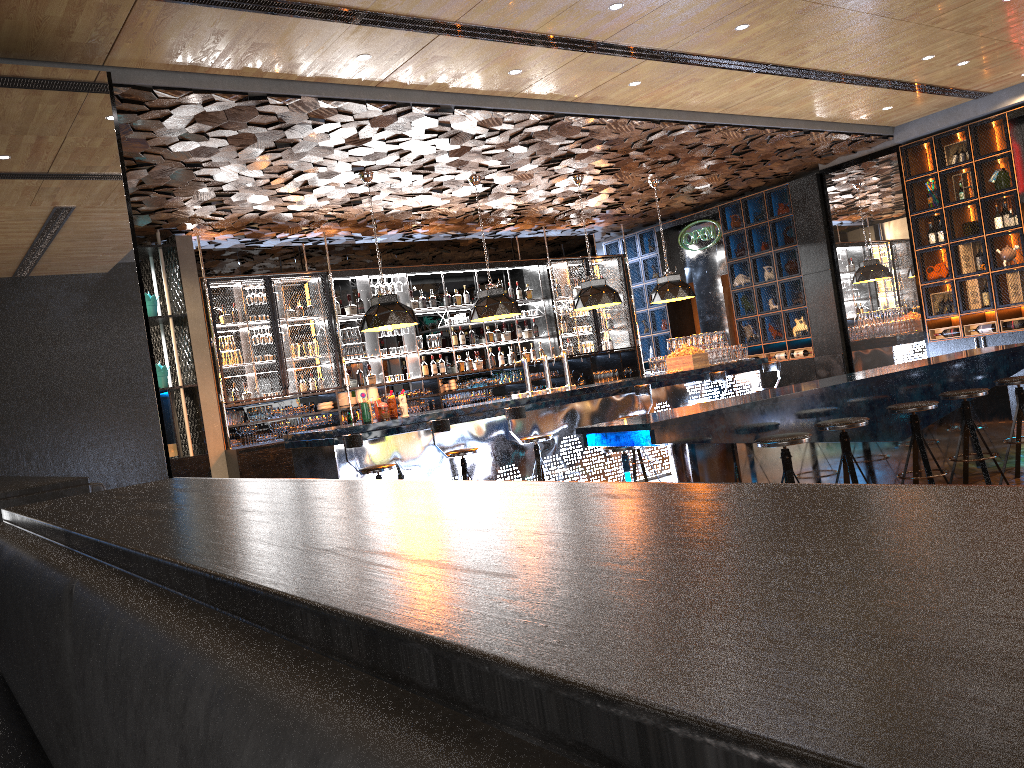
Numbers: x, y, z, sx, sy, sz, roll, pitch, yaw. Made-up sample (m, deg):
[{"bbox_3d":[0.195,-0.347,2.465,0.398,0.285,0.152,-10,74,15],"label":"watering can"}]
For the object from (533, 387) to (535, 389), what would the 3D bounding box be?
[{"bbox_3d":[0.326,0.122,13.139,0.106,0.148,0.106,-9,0,-3],"label":"object"}]

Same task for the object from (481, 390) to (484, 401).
[{"bbox_3d":[-0.410,0.195,12.602,0.091,0.229,0.091,-9,0,-42],"label":"object"}]

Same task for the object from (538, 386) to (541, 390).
[{"bbox_3d":[0.417,0.108,13.207,0.106,0.148,0.106,-9,0,-7],"label":"object"}]

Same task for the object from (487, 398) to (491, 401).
[{"bbox_3d":[-0.328,0.248,12.764,0.067,0.100,0.067,-9,0,-43],"label":"object"}]

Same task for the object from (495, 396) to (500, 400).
[{"bbox_3d":[-0.204,0.229,12.579,0.067,0.100,0.067,-9,0,-43],"label":"object"}]

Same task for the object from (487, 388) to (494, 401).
[{"bbox_3d":[-0.299,0.178,12.542,0.091,0.229,0.091,-9,0,27],"label":"object"}]

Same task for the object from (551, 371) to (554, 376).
[{"bbox_3d":[0.601,-0.154,13.285,0.098,0.070,0.088,-9,0,-8],"label":"object"}]

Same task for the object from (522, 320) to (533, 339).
[{"bbox_3d":[0.223,-0.810,13.210,0.123,0.279,0.123,-8,0,44],"label":"object"}]

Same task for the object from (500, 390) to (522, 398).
[{"bbox_3d":[-0.018,0.182,12.848,0.356,0.134,0.206,-9,0,-28],"label":"object"}]

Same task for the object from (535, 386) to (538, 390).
[{"bbox_3d":[0.350,0.118,13.299,0.106,0.148,0.106,-9,0,4],"label":"object"}]

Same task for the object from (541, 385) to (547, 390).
[{"bbox_3d":[0.484,0.098,13.112,0.106,0.148,0.106,-9,0,-26],"label":"object"}]

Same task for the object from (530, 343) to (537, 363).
[{"bbox_3d":[0.315,-0.466,13.272,0.086,0.298,0.086,-9,0,14],"label":"object"}]

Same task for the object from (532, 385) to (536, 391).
[{"bbox_3d":[0.310,0.112,13.005,0.089,0.174,0.089,-9,0,15],"label":"object"}]

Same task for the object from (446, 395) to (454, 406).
[{"bbox_3d":[-0.846,0.263,12.155,0.108,0.227,0.108,-9,0,25],"label":"object"}]

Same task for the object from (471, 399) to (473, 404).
[{"bbox_3d":[-0.565,0.219,12.493,0.091,0.229,0.091,-9,0,-14],"label":"object"}]

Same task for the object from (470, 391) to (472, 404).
[{"bbox_3d":[-0.585,0.221,12.619,0.091,0.229,0.091,-9,0,17],"label":"object"}]

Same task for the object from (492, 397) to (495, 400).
[{"bbox_3d":[-0.257,0.237,12.679,0.067,0.100,0.067,-9,0,-43],"label":"object"}]

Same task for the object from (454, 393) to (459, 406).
[{"bbox_3d":[-0.758,0.246,12.199,0.058,0.234,0.058,-9,0,8],"label":"object"}]

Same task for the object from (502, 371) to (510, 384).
[{"bbox_3d":[-0.104,-0.096,12.635,0.115,0.172,0.101,-9,0,-6],"label":"object"}]

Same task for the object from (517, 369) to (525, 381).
[{"bbox_3d":[0.119,-0.130,12.793,0.101,0.172,0.115,-9,0,-6],"label":"object"}]

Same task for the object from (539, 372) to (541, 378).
[{"bbox_3d":[0.391,-0.127,13.152,0.084,0.082,0.084,-9,0,-29],"label":"object"}]

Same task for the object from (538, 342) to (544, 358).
[{"bbox_3d":[0.441,-0.485,13.345,0.080,0.299,0.080,-9,0,-33],"label":"object"}]

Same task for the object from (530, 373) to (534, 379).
[{"bbox_3d":[0.286,-0.110,12.958,0.084,0.082,0.084,-9,0,-34],"label":"object"}]

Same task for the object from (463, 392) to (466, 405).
[{"bbox_3d":[-0.649,0.231,12.265,0.049,0.231,0.049,-9,0,-24],"label":"object"}]

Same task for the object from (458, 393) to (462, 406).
[{"bbox_3d":[-0.717,0.240,12.239,0.058,0.234,0.058,-9,0,-32],"label":"object"}]

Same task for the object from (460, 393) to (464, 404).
[{"bbox_3d":[-0.686,0.236,12.320,0.049,0.231,0.049,-9,0,-26],"label":"object"}]

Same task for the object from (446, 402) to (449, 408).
[{"bbox_3d":[-0.894,0.266,12.398,0.058,0.234,0.058,-9,0,-33],"label":"object"}]

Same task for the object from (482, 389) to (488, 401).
[{"bbox_3d":[-0.378,0.190,12.488,0.091,0.229,0.091,-9,0,-8],"label":"object"}]

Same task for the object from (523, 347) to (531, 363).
[{"bbox_3d":[0.203,-0.423,13.171,0.151,0.248,0.094,-9,0,-26],"label":"object"}]

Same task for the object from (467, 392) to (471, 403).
[{"bbox_3d":[-0.589,0.221,12.308,0.049,0.231,0.049,-9,0,-40],"label":"object"}]

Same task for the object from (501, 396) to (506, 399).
[{"bbox_3d":[-0.118,0.217,12.637,0.067,0.099,0.067,-9,0,27],"label":"object"}]

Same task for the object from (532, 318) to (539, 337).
[{"bbox_3d":[0.349,-0.840,13.321,0.086,0.299,0.086,-9,0,14],"label":"object"}]

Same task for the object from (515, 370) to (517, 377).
[{"bbox_3d":[0.058,-0.121,12.893,0.101,0.172,0.115,-8,0,39],"label":"object"}]

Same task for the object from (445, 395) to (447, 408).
[{"bbox_3d":[-0.911,0.272,12.253,0.108,0.227,0.108,-9,0,19],"label":"object"}]

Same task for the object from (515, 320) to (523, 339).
[{"bbox_3d":[0.096,-0.801,13.146,0.086,0.298,0.086,-9,0,14],"label":"object"}]

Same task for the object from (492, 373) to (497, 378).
[{"bbox_3d":[-0.241,-0.076,12.835,0.101,0.172,0.115,-8,0,39],"label":"object"}]

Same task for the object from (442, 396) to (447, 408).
[{"bbox_3d":[-0.939,0.277,12.087,0.108,0.227,0.108,-9,0,-44],"label":"object"}]

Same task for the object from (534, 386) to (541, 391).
[{"bbox_3d":[0.391,0.112,13.042,0.106,0.148,0.106,-9,0,-17],"label":"object"}]

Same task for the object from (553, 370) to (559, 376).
[{"bbox_3d":[0.659,-0.162,13.206,0.088,0.070,0.098,-9,0,-25],"label":"object"}]

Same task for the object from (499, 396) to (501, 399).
[{"bbox_3d":[-0.190,0.227,12.739,0.067,0.099,0.067,-9,0,27],"label":"object"}]

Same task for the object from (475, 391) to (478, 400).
[{"bbox_3d":[-0.488,0.207,12.549,0.091,0.229,0.091,-9,0,-3],"label":"object"}]

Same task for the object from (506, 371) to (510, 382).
[{"bbox_3d":[-0.060,-0.103,12.812,0.101,0.172,0.115,-9,0,-6],"label":"object"}]

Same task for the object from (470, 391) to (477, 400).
[{"bbox_3d":[-0.533,0.214,12.372,0.091,0.229,0.091,-8,0,41],"label":"object"}]

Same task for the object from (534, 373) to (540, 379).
[{"bbox_3d":[0.366,-0.123,13.013,0.084,0.082,0.084,-9,0,-18],"label":"object"}]

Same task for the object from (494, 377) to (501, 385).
[{"bbox_3d":[-0.203,-0.043,12.589,0.098,0.097,0.098,-9,0,-1],"label":"object"}]

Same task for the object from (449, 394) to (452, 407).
[{"bbox_3d":[-0.847,0.259,12.329,0.058,0.234,0.058,-9,0,30],"label":"object"}]

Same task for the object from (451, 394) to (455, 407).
[{"bbox_3d":[-0.804,0.253,12.270,0.058,0.234,0.058,-9,0,-12],"label":"object"}]

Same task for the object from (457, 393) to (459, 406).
[{"bbox_3d":[-0.757,0.247,12.424,0.049,0.231,0.049,-8,0,44],"label":"object"}]

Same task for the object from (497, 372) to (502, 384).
[{"bbox_3d":[-0.177,-0.085,12.731,0.115,0.172,0.101,-9,0,-26],"label":"object"}]

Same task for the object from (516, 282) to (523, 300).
[{"bbox_3d":[0.099,-1.379,13.236,0.086,0.298,0.086,-9,0,14],"label":"object"}]

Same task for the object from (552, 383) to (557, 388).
[{"bbox_3d":[0.630,0.074,13.189,0.107,0.152,0.107,-9,0,-10],"label":"object"}]

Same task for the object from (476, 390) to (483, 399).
[{"bbox_3d":[-0.453,0.202,12.436,0.091,0.229,0.091,-9,0,12],"label":"object"}]

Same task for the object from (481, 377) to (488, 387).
[{"bbox_3d":[-0.384,-0.030,12.498,0.108,0.126,0.108,-9,0,-1],"label":"object"}]

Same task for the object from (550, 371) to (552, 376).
[{"bbox_3d":[0.549,-0.145,13.188,0.088,0.070,0.098,-9,0,0],"label":"object"}]

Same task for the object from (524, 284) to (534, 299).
[{"bbox_3d":[0.250,-1.375,13.302,0.151,0.248,0.094,-9,0,-7],"label":"object"}]

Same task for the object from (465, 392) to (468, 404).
[{"bbox_3d":[-0.624,0.227,12.362,0.049,0.231,0.049,-9,0,-31],"label":"object"}]

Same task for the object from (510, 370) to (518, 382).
[{"bbox_3d":[0.017,-0.115,12.710,0.101,0.172,0.115,-8,0,39],"label":"object"}]

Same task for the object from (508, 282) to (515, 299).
[{"bbox_3d":[-0.018,-1.361,13.119,0.086,0.299,0.086,-9,0,14],"label":"object"}]
